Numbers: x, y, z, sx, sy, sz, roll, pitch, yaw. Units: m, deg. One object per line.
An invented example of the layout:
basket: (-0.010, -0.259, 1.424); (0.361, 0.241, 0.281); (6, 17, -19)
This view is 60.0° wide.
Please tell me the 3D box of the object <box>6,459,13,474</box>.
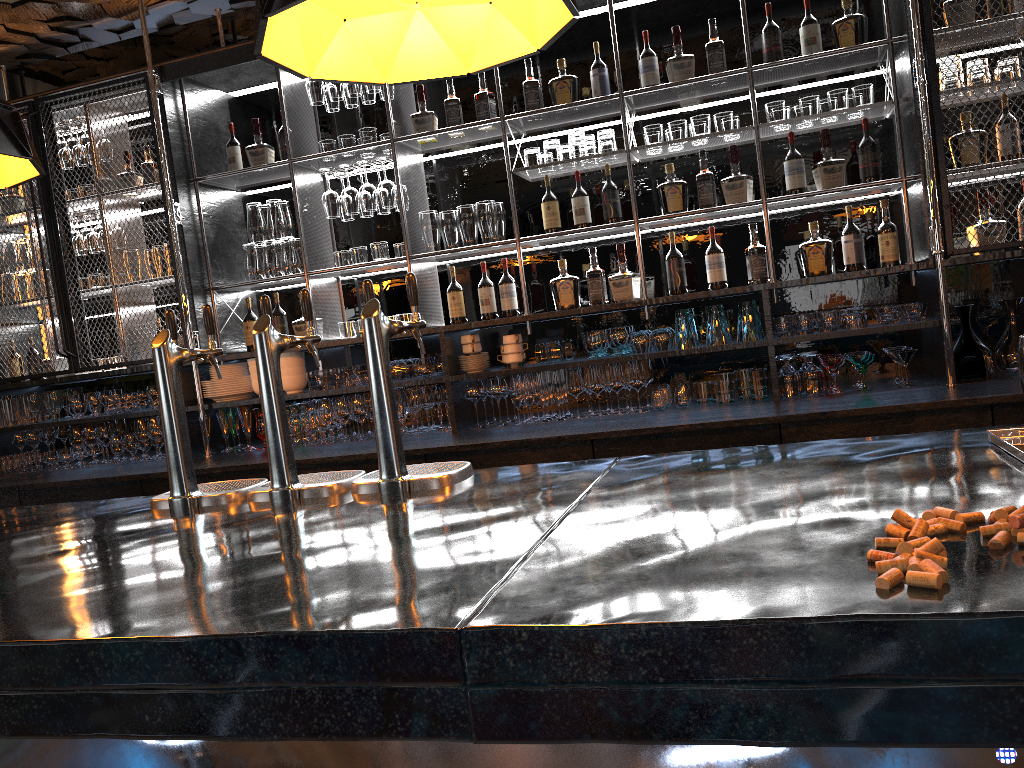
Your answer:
object: (-2.880, 0.475, 5.097); (0.034, 0.080, 0.034); (-8, 4, -19)

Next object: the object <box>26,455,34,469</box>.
object: (-2.840, 0.463, 5.228); (0.034, 0.080, 0.034); (-7, 3, -1)

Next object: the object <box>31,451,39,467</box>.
object: (-2.865, 0.451, 5.324); (0.031, 0.098, 0.031); (-9, 4, -27)

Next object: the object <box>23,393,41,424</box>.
object: (-2.683, 0.138, 4.976); (0.087, 0.170, 0.087); (-9, 4, -23)

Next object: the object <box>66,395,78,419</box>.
object: (-2.459, 0.128, 4.982); (0.081, 0.132, 0.081); (-8, 3, -11)

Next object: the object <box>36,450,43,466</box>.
object: (-2.857, 0.448, 5.358); (0.031, 0.098, 0.031); (-6, 4, 21)

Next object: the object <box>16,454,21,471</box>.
object: (-2.897, 0.461, 5.214); (0.031, 0.098, 0.031); (-9, 4, -28)

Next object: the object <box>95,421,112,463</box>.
object: (-2.350, 0.331, 5.076); (0.077, 0.229, 0.088); (-5, 4, 32)

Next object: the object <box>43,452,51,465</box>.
object: (-2.805, 0.451, 5.354); (0.034, 0.080, 0.034); (-6, 4, 26)

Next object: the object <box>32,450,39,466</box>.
object: (-2.888, 0.450, 5.380); (0.033, 0.101, 0.033); (-8, 4, -19)

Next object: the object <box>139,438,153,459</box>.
object: (-2.058, 0.341, 4.984); (0.065, 0.146, 0.074); (-5, 4, 39)

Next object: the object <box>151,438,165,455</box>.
object: (-2.026, 0.331, 5.082); (0.074, 0.146, 0.065); (-5, 4, 39)

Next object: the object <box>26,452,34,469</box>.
object: (-2.873, 0.454, 5.286); (0.031, 0.098, 0.031); (-10, 5, -41)

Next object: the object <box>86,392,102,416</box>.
object: (-2.364, 0.113, 5.025); (0.081, 0.132, 0.081); (-8, 3, -11)

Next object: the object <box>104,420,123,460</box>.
object: (-2.323, 0.323, 5.165); (0.077, 0.229, 0.088); (-8, 3, -9)

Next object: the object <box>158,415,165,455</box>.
object: (-1.809, 0.266, 5.043); (0.376, 0.227, 0.186); (-6, 3, 15)

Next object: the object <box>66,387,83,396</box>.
object: (-2.536, 0.108, 5.166); (0.087, 0.170, 0.087); (-9, 4, -23)

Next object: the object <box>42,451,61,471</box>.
object: (-2.588, 0.431, 4.988); (0.093, 0.101, 0.093); (-8, 3, -15)

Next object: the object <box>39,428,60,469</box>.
object: (-2.670, 0.371, 5.117); (0.091, 0.227, 0.091); (-9, 4, -20)

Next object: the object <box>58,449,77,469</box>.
object: (-2.484, 0.420, 4.957); (0.093, 0.101, 0.093); (-9, 4, -21)

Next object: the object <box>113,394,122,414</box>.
object: (-2.181, 0.112, 4.923); (0.078, 0.103, 0.078); (-9, 4, -30)

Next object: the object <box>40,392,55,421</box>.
object: (-2.651, 0.127, 5.089); (0.087, 0.170, 0.087); (-9, 4, -23)

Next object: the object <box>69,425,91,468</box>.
object: (-2.395, 0.347, 4.910); (0.088, 0.229, 0.077); (-5, 4, 30)

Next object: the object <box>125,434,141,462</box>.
object: (-2.087, 0.351, 4.882); (0.074, 0.146, 0.065); (-7, 3, 11)

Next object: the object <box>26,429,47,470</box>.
object: (-2.758, 0.380, 5.150); (0.091, 0.227, 0.091); (-10, 4, -34)

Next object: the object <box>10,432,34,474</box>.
object: (-2.790, 0.390, 5.047); (0.091, 0.227, 0.091); (-9, 4, -21)

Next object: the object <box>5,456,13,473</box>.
object: (-2.919, 0.468, 5.144); (0.031, 0.098, 0.031); (-8, 3, -10)

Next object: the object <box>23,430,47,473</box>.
object: (-2.701, 0.381, 5.018); (0.091, 0.227, 0.091); (-5, 4, 39)

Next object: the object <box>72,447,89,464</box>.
object: (-2.528, 0.411, 5.189); (0.093, 0.101, 0.093); (-7, 3, 3)

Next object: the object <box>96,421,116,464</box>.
object: (-2.274, 0.328, 4.964); (0.088, 0.229, 0.077); (-6, 4, 16)

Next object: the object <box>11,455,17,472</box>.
object: (-2.904, 0.464, 5.181); (0.031, 0.098, 0.031); (-9, 4, -22)

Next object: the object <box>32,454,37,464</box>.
object: (-2.831, 0.459, 5.267); (0.034, 0.080, 0.034); (-6, 4, 16)

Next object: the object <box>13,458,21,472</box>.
object: (-2.868, 0.471, 5.144); (0.034, 0.080, 0.034); (-8, 4, -16)

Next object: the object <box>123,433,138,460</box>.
object: (-2.153, 0.352, 5.005); (0.065, 0.146, 0.074); (-5, 4, 29)

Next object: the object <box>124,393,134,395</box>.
object: (-2.157, 0.103, 5.011); (0.078, 0.103, 0.078); (-9, 4, -30)

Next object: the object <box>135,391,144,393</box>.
object: (-2.134, 0.096, 5.093); (0.078, 0.103, 0.078); (-9, 4, -30)

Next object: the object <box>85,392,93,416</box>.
object: (-2.419, 0.115, 5.123); (0.081, 0.132, 0.081); (-8, 3, -11)

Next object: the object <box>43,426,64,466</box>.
object: (-2.728, 0.368, 5.280); (0.091, 0.227, 0.091); (-6, 4, 20)

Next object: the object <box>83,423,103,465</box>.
object: (-2.369, 0.339, 4.997); (0.088, 0.229, 0.077); (-9, 4, -24)

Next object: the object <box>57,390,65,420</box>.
object: (-2.576, 0.121, 5.027); (0.087, 0.170, 0.087); (-9, 4, -23)

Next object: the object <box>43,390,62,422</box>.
object: (-2.542, 0.123, 4.923); (0.087, 0.170, 0.087); (-9, 4, -23)

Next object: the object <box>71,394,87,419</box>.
object: (-2.395, 0.124, 4.909); (0.081, 0.132, 0.081); (-8, 3, -11)

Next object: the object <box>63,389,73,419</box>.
object: (-2.618, 0.116, 5.203); (0.087, 0.170, 0.087); (-9, 4, -23)

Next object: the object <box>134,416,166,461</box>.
object: (-1.863, 0.284, 4.855); (0.376, 0.227, 0.186); (-6, 3, 15)

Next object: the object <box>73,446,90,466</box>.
object: (-2.460, 0.410, 5.061); (0.093, 0.101, 0.093); (-5, 4, 37)

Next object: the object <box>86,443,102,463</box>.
object: (-2.428, 0.401, 5.156); (0.093, 0.101, 0.093); (-5, 4, 31)

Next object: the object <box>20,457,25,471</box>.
object: (-2.857, 0.467, 5.183); (0.034, 0.080, 0.034); (-6, 4, 25)

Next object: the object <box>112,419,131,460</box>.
object: (-2.237, 0.317, 5.081); (0.088, 0.229, 0.077); (-6, 4, 18)

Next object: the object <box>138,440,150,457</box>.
object: (-2.126, 0.343, 5.098); (0.074, 0.146, 0.065); (-11, 5, -44)

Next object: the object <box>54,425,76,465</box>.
object: (-2.634, 0.360, 5.227); (0.091, 0.227, 0.091); (-9, 4, -20)

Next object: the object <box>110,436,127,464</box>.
object: (-2.179, 0.362, 4.905); (0.074, 0.146, 0.065); (-8, 3, -7)

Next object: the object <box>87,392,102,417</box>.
object: (-2.287, 0.114, 4.865); (0.074, 0.131, 0.074); (-5, 4, 29)

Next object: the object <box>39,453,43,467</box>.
object: (-2.820, 0.455, 5.310); (0.034, 0.080, 0.034); (-6, 4, 26)

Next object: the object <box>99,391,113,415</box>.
object: (-2.260, 0.106, 4.948); (0.074, 0.131, 0.074); (-5, 4, 29)

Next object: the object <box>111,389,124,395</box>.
object: (-2.236, 0.098, 5.031); (0.074, 0.131, 0.074); (-5, 4, 29)

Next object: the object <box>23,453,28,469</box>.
object: (-2.884, 0.457, 5.253); (0.031, 0.098, 0.031); (-5, 4, 38)

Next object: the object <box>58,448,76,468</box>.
object: (-2.558, 0.421, 5.089); (0.093, 0.101, 0.093); (-9, 4, -23)

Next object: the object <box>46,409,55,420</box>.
object: (-2.784, 0.138, 5.328); (0.051, 0.152, 0.058); (-9, 4, -23)
